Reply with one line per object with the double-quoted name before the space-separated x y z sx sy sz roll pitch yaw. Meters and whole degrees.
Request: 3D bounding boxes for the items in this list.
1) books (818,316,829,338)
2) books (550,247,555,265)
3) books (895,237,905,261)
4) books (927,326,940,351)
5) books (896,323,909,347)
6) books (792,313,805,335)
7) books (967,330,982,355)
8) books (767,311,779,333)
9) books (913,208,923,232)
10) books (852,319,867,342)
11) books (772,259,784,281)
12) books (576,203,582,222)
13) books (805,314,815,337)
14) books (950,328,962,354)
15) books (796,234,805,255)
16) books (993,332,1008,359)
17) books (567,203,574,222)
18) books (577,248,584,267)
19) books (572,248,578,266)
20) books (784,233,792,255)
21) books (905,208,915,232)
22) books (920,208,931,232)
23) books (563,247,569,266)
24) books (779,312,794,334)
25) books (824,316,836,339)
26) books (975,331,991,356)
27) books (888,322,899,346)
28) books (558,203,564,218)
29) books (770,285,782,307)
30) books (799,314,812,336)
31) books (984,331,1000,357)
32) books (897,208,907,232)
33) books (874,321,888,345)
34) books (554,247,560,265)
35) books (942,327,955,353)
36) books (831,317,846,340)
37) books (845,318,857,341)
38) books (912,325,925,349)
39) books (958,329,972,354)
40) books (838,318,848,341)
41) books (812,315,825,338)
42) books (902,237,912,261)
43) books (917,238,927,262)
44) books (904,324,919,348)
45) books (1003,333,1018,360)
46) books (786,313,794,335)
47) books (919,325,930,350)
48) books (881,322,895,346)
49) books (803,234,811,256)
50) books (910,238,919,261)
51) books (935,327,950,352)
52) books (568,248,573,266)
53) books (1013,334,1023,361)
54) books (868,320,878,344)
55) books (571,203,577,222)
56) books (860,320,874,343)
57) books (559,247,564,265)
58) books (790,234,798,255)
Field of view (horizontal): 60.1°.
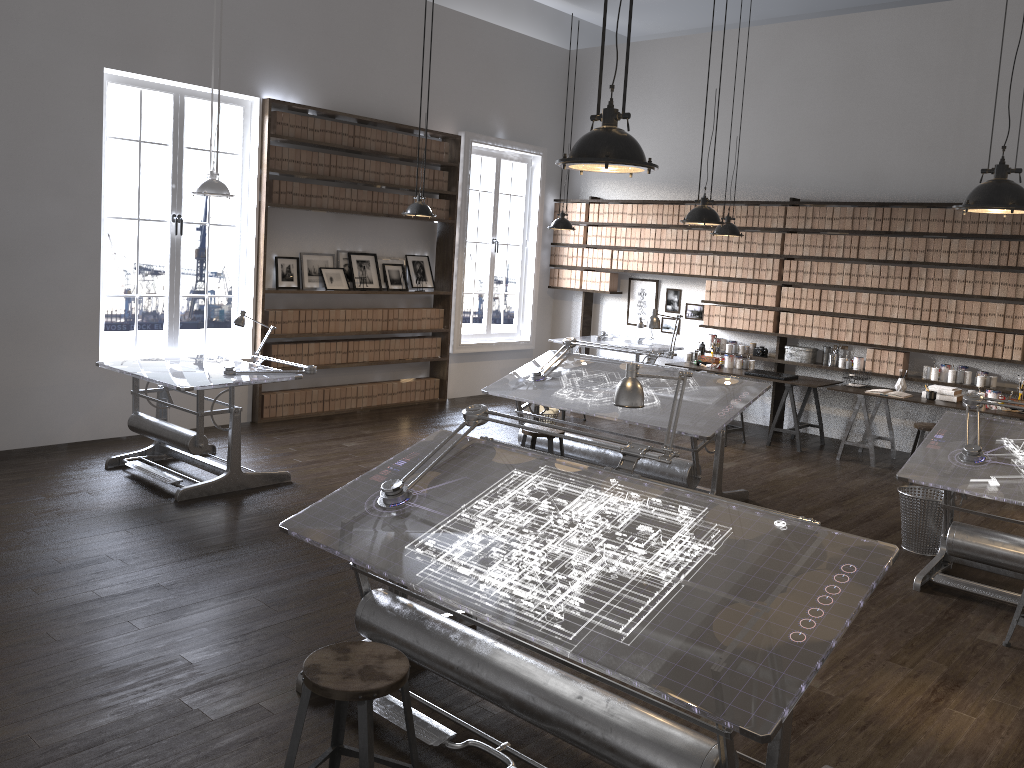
"books" 3.188 -0.579 9.004 0.067 0.224 0.175 9 8 41
"books" 0.569 -1.633 11.283 0.067 0.224 0.175 9 8 41
"books" 3.737 -1.288 8.481 0.067 0.224 0.175 9 8 41
"books" 3.971 -0.427 8.312 0.067 0.224 0.175 9 8 41
"books" 3.761 -0.468 8.497 0.067 0.224 0.175 9 8 41
"books" 2.984 -0.619 9.187 0.067 0.224 0.175 9 8 41
"books" 4.223 -0.378 8.088 0.067 0.224 0.175 9 8 41
"books" 2.775 -0.658 9.363 0.067 0.224 0.175 9 8 41
"books" 3.859 -1.543 8.370 0.067 0.224 0.175 9 8 41
"books" 3.448 -0.529 8.778 0.067 0.224 0.175 9 8 41
"books" 2.813 -1.200 9.314 0.067 0.224 0.175 9 8 41
"books" 0.875 -2.125 10.991 0.067 0.224 0.175 9 8 41
"books" 3.085 -0.598 9.091 0.067 0.224 0.175 9 8 41
"books" 4.120 -0.399 8.184 0.067 0.224 0.175 9 8 41
"books" 3.007 -1.430 9.125 0.067 0.224 0.175 9 8 41
"books" 4.391 -0.347 7.947 0.067 0.224 0.175 9 8 41
"books" 0.774 -2.146 11.087 0.067 0.224 0.175 9 8 41
"books" 0.893 -1.572 11.005 0.067 0.224 0.175 9 8 41
"books" 0.834 -1.582 11.050 0.067 0.224 0.175 9 8 41
"books" 2.906 -1.450 9.221 0.067 0.224 0.175 9 8 41
"books" 3.804 -1.553 8.413 0.067 0.224 0.175 9 8 41
"books" 3.909 -1.533 8.323 0.067 0.224 0.175 9 8 41
"books" 0.726 -1.603 11.146 0.067 0.224 0.175 9 8 41
"books" 2.873 -0.639 9.275 0.067 0.224 0.175 9 8 41
"books" 3.235 -0.569 8.957 0.067 0.224 0.175 9 8 41
"books" 4.280 -0.368 8.045 0.067 0.224 0.175 9 8 41
"books" 3.705 -0.478 8.542 0.067 0.224 0.175 9 8 41
"books" 0.663 -2.166 11.175 0.067 0.224 0.175 9 8 41
"books" 2.794 -0.925 9.333 0.067 0.224 0.175 9 8 41
"books" 3.035 -0.609 9.140 0.067 0.224 0.175 9 8 41
"books" 4.332 -0.357 7.992 0.067 0.224 0.175 9 8 41
"books" 3.748 -1.563 8.458 0.067 0.224 0.175 9 8 41
"books" 3.607 -0.498 8.635 0.067 0.224 0.175 9 8 41
"books" 0.623 -1.624 11.243 0.067 0.224 0.175 9 8 41
"books" 4.066 -0.408 8.224 0.067 0.224 0.175 9 8 41
"books" 3.289 -0.560 8.917 0.067 0.224 0.175 9 8 41
"books" 3.392 -0.539 8.821 0.067 0.224 0.175 9 8 41
"books" 3.866 -0.448 8.407 0.067 0.224 0.175 9 8 41
"books" 4.173 -0.389 8.138 0.067 0.224 0.175 9 8 41
"books" 3.342 -0.549 8.870 0.067 0.224 0.175 9 8 41
"books" 3.140 -0.588 9.044 0.067 0.224 0.175 9 8 41
"books" 3.792 -1.278 8.435 0.067 0.224 0.175 9 8 41
"books" 3.887 -1.259 8.347 0.067 0.224 0.175 9 8 41
"books" 3.816 -0.458 8.454 0.067 0.224 0.175 9 8 41
"books" 4.443 -0.335 7.893 0.067 0.224 0.175 9 8 41
"books" 2.930 -0.629 9.230 0.067 0.224 0.175 9 8 41
"books" 3.916 -0.437 8.358 0.067 0.224 0.175 9 8 41
"books" 3.651 -0.488 8.590 0.067 0.224 0.175 9 8 41
"books" 3.062 -1.419 9.078 0.067 0.224 0.175 9 8 41
"books" 3.840 -1.269 8.395 0.067 0.224 0.175 9 8 41
"books" 4.019 -0.418 8.272 0.067 0.224 0.175 9 8 41
"books" 0.782 -1.593 11.103 0.067 0.224 0.175 9 8 41
"books" 4.503 -0.324 7.844 0.067 0.224 0.175 9 8 41
"books" 3.559 -0.507 8.680 0.067 0.224 0.175 9 8 41
"books" 0.825 -2.136 11.040 0.067 0.224 0.175 9 8 41
"books" 3.500 -0.518 8.724 0.067 0.224 0.175 9 8 41
"books" 0.676 -1.614 11.196 0.067 0.224 0.175 9 8 41
"books" 2.957 -1.440 9.174 0.067 0.224 0.175 9 8 41
